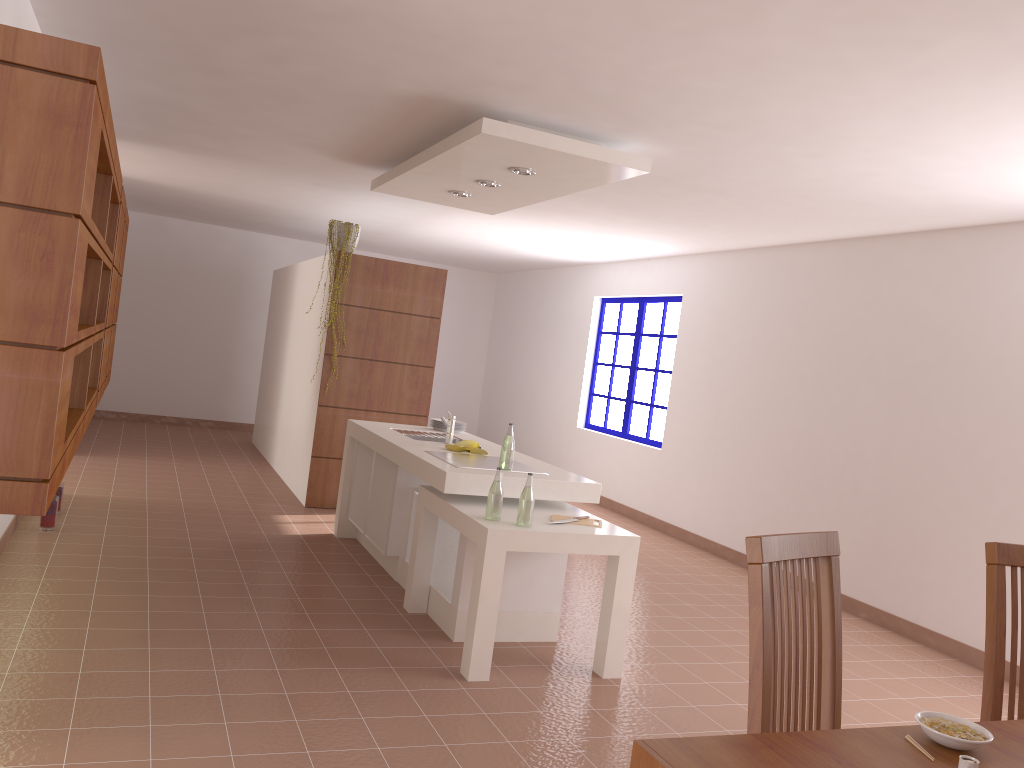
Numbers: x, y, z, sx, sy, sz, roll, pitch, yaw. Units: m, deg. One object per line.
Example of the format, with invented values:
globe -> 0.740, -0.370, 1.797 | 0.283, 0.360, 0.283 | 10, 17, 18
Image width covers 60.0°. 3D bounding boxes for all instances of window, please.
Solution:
window -> 1.227, -0.160, 8.907 | 0.035, 1.430, 1.699 | 7, 2, -23

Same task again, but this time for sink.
sink -> -0.501, 0.331, 5.633 | 0.404, 0.368, 0.668 | 7, 2, -23

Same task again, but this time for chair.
chair -> 1.363, 0.959, 2.057 | 0.444, 1.063, 0.574 | 7, 2, -13
chair -> 0.725, 0.882, 1.787 | 0.444, 1.063, 0.574 | 6, 2, -42

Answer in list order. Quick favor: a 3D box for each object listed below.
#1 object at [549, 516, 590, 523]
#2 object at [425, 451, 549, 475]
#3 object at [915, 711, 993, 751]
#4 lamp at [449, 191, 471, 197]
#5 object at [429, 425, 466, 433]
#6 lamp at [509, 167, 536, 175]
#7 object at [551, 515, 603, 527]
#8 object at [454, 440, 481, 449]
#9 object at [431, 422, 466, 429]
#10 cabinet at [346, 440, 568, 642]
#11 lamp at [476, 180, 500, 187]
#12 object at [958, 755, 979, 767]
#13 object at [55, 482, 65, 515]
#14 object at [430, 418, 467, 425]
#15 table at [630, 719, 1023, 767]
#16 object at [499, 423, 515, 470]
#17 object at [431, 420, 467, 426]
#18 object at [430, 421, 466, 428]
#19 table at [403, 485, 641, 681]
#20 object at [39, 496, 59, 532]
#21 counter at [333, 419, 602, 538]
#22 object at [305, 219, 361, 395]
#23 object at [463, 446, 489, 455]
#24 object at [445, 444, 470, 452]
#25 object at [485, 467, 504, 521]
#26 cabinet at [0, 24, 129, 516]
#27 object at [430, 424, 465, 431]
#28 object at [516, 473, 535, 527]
object -> 0.268, 0.628, 4.093 | 0.041, 0.008, 0.375 | 9, 2, 34
object -> -0.143, 0.410, 4.643 | 0.493, 0.006, 0.551 | 7, 2, -23
object -> 0.841, 0.671, 1.694 | 0.136, 0.036, 0.136 | 8, 2, 25
lamp -> -0.327, -1.232, 5.659 | 0.143, 0.059, 0.143 | 8, 2, 5
object -> -0.449, 0.317, 6.170 | 0.228, 0.020, 0.228 | 6, 2, -41
lamp -> 0.057, -1.154, 4.734 | 0.143, 0.059, 0.143 | 6, 2, -40
object -> 0.303, 0.638, 4.138 | 0.266, 0.006, 0.168 | 7, 2, -6
object -> -0.239, 0.343, 5.027 | 0.047, 0.055, 0.207 | 9, 2, 44
object -> -0.446, 0.296, 6.170 | 0.228, 0.020, 0.228 | 6, 2, -41
cabinet -> -0.373, 0.819, 5.210 | 0.737, 0.700, 2.048 | 7, 2, -23
lamp -> -0.136, -1.193, 5.199 | 0.143, 0.059, 0.143 | 8, 2, 5
object -> 0.789, 0.668, 1.535 | 0.065, 0.037, 0.065 | 7, 2, -9
object -> -2.861, 0.553, 5.595 | 0.087, 0.546, 0.296 | 7, 2, -22
object -> -0.442, 0.266, 6.169 | 0.228, 0.020, 0.228 | 6, 2, -41
table -> 1.154, 1.111, 1.466 | 1.800, 0.740, 0.900 | 7, 2, -23
object -> -0.018, 0.313, 4.462 | 0.071, 0.230, 0.071 | 6, 2, -42
object -> -0.443, 0.276, 6.169 | 0.228, 0.020, 0.228 | 6, 2, -41
object -> -0.445, 0.286, 6.169 | 0.228, 0.020, 0.228 | 6, 2, -41
table -> 0.005, 0.923, 4.292 | 0.737, 0.647, 1.003 | 7, 2, -23
object -> -2.689, 0.588, 5.186 | 0.087, 0.546, 0.296 | 7, 2, -7
counter -> -0.392, 0.765, 5.258 | 0.821, 0.800, 2.156 | 7, 2, -23
object -> -1.391, -0.589, 6.874 | 0.279, 1.344, 0.297 | 8, 2, 26
object -> -0.216, 0.375, 5.014 | 0.207, 0.033, 0.060 | 8, 2, 22
object -> -0.322, 0.361, 4.998 | 0.060, 0.033, 0.207 | 6, 2, -43
object -> -0.070, 0.482, 3.900 | 0.071, 0.230, 0.071 | 6, 2, -42
cabinet -> -2.363, -0.480, 4.281 | 0.754, 1.200, 4.718 | 7, 2, -23
object -> -0.447, 0.307, 6.170 | 0.228, 0.020, 0.228 | 6, 2, -41
object -> 0.066, 0.501, 3.851 | 0.071, 0.230, 0.071 | 6, 2, -42
